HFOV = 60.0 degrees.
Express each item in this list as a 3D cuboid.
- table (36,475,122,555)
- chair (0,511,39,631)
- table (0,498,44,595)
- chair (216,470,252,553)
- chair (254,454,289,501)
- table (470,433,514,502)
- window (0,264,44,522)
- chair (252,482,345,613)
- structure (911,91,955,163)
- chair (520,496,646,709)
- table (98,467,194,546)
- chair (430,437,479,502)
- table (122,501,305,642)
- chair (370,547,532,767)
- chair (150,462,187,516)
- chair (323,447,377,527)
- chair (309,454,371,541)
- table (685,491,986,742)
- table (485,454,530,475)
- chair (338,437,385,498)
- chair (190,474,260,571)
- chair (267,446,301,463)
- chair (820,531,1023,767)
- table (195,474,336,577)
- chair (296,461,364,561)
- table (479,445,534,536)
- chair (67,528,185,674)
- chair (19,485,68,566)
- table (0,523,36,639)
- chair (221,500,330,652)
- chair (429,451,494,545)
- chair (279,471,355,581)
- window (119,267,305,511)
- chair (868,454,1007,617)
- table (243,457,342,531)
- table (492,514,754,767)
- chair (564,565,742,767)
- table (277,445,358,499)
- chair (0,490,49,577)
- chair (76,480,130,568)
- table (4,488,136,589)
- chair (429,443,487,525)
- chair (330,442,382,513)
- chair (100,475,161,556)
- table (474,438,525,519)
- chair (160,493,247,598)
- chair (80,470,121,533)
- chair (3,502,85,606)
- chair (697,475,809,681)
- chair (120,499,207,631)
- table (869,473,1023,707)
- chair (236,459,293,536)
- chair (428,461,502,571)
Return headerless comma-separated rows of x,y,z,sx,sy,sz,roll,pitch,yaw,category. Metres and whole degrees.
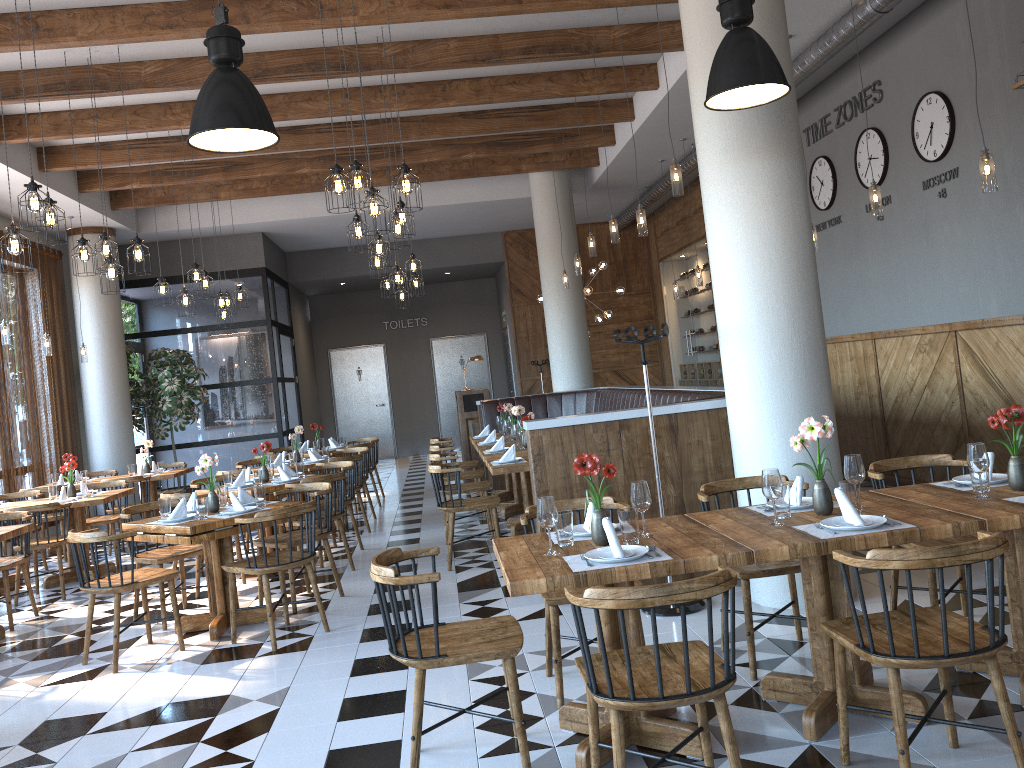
-5.087,1.538,10.314,0.850,0.765,0.849,-6,0,-5,table
-3.922,1.422,6.709,0.519,0.818,0.549,-6,-1,-5,chair
-4.897,1.541,8.169,0.850,0.765,0.849,-6,0,-5,table
-2.685,1.258,9.043,0.518,0.818,0.550,-7,-1,40,chair
-2.852,1.255,10.926,0.518,0.818,0.550,-7,-1,40,chair
-0.019,0.972,10.434,0.850,0.765,0.849,-6,0,-5,table
-4.485,-0.039,4.057,4.500,3.168,15.093,-6,0,-28,window
-1.540,1.159,6.393,0.518,0.818,0.550,-7,-1,40,chair
3.408,-2.081,7.179,0.046,0.561,0.560,-6,-1,-5,structure
0.343,0.975,4.095,0.519,0.818,0.549,-6,-1,-5,chair
-4.239,1.443,10.393,0.850,0.765,0.849,-6,0,-5,table
-0.649,1.016,10.381,0.550,0.818,0.519,-6,-1,-5,chair
-1.945,1.237,5.905,0.862,0.765,0.866,-7,-1,40,table
-0.227,1.046,3.388,0.550,0.818,0.519,-6,-1,-5,chair
-4.307,1.416,11.046,0.519,0.818,0.549,-6,-1,-5,chair
-1.863,1.155,10.035,0.518,0.818,0.550,-7,-1,40,chair
-1.783,1.156,9.127,0.548,0.818,0.520,-7,-1,40,chair
1.259,0.906,3.510,0.850,0.765,0.849,-6,0,-5,table
0.272,0.976,7.152,0.850,0.765,0.849,-6,0,-5,table
-2.041,1.153,11.938,0.518,0.818,0.550,-7,-1,40,chair
-2.601,1.259,8.100,0.548,0.818,0.520,-7,-1,40,chair
-2.932,1.254,11.833,0.548,0.818,0.520,-7,-1,40,chair
1.319,0.880,2.852,0.519,0.818,0.549,-6,-1,-5,chair
-2.104,1.235,7.696,0.862,0.765,0.866,-7,-1,40,table
-1.699,1.157,8.184,0.518,0.818,0.550,-7,-1,40,chair
0.174,0.974,8.250,0.850,0.765,0.849,-6,0,-5,table
-2.362,1.262,5.401,0.518,0.818,0.550,-7,-1,40,chair
-5.027,1.512,9.668,0.519,0.818,0.549,-6,-1,-5,chair
-3.855,1.448,6.056,0.850,0.765,0.849,-6,0,-5,table
-1.460,1.161,5.485,0.548,0.818,0.520,-7,-1,40,chair
-0.454,1.018,8.187,0.550,0.818,0.519,-6,-1,-5,chair
-1.618,1.158,7.276,0.548,0.818,0.520,-7,-1,40,chair
-5.011,0.100,14.596,2.728,3.553,2.183,-6,-1,-5,window
2.060,0.782,4.255,0.519,0.818,0.549,-6,-1,-5,chair
-2.268,1.232,9.546,0.862,0.765,0.866,-7,-1,40,table
0.415,1.001,3.431,0.850,0.765,0.849,-6,0,-5,table
0.460,0.977,2.772,0.519,0.818,0.549,-6,-1,-5,chair
-2.434,1.230,11.417,0.862,0.765,0.866,-7,-1,40,table
-4.952,1.513,8.822,0.519,0.818,0.549,-6,-1,-5,chair
-4.117,1.419,8.900,0.519,0.818,0.549,-6,-1,-5,chair
-4.049,1.446,8.248,0.850,0.765,0.849,-6,0,-5,table
-0.552,1.017,9.284,0.550,0.818,0.519,-6,-1,-5,chair
-1.949,1.154,11.009,0.548,0.818,0.520,-7,-1,40,chair
-4.192,1.418,9.746,0.519,0.818,0.549,-6,-1,-5,chair
0.078,0.973,9.335,0.850,0.765,0.849,-6,0,-5,table
-2.521,1.260,7.193,0.518,0.818,0.550,-7,-1,40,chair
-5.142,1.510,10.968,0.519,0.818,0.549,-6,-1,-5,chair
-4.002,1.421,7.601,0.519,0.818,0.549,-6,-1,-5,chair
1.201,0.878,4.175,0.519,0.818,0.549,-6,-1,-5,chair
-2.442,1.261,6.309,0.548,0.818,0.520,-7,-1,40,chair
2.104,0.811,3.589,0.850,0.765,0.849,-6,0,-5,table
-2.765,1.257,9.951,0.548,0.818,0.520,-7,-1,40,chair
-0.357,1.020,7.090,0.550,0.818,0.519,-6,-1,-5,chair
